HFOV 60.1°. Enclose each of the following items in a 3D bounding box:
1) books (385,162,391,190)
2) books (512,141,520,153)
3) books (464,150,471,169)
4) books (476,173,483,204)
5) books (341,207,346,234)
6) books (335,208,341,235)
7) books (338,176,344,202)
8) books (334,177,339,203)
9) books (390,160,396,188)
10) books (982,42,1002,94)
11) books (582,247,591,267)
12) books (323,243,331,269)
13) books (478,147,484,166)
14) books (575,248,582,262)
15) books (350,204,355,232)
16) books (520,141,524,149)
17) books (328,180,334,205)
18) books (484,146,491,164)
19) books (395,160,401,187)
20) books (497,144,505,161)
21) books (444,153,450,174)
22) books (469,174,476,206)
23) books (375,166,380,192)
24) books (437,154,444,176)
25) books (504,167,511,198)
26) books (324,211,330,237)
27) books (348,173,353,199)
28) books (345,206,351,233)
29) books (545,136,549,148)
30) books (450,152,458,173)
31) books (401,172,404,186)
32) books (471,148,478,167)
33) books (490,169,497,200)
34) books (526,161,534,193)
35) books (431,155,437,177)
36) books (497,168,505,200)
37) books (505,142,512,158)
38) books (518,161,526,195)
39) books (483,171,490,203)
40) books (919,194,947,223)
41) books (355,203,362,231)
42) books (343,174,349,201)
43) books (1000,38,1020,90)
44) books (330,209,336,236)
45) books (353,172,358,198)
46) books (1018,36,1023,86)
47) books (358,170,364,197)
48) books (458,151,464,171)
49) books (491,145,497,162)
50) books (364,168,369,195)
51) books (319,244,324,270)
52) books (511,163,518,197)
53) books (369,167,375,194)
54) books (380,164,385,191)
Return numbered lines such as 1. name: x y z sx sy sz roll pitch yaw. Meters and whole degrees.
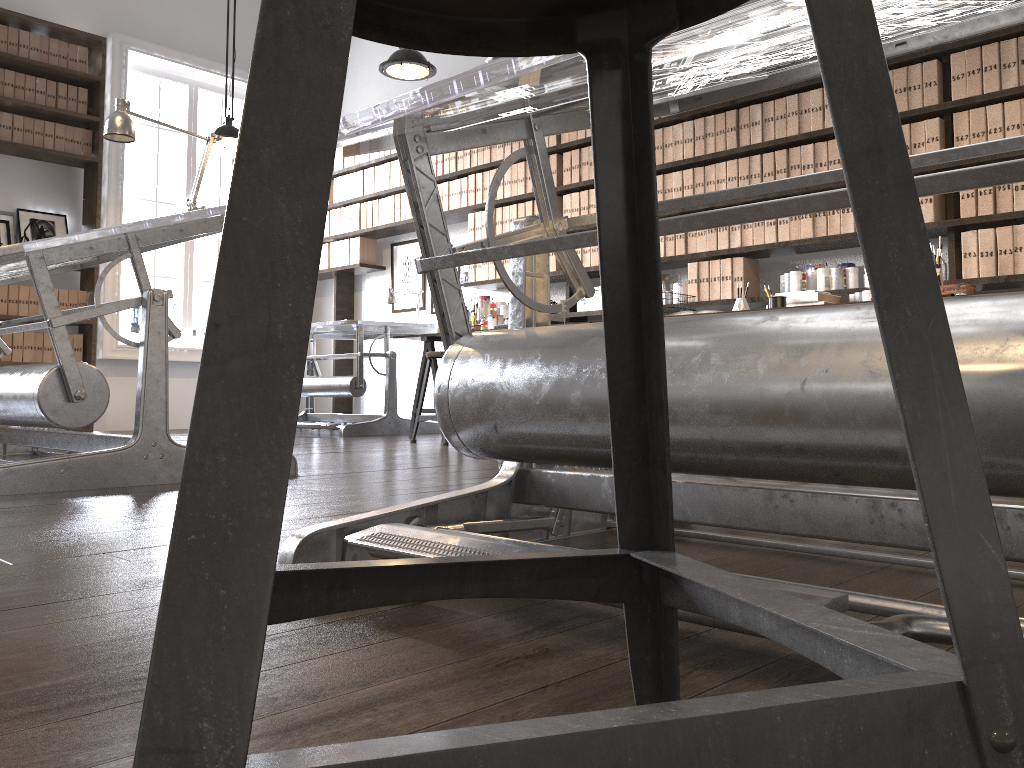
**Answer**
1. books: -0.923 -1.635 7.045 0.067 0.226 0.174 -3 -4 44
2. books: 0.084 -1.648 6.079 0.066 0.226 0.174 -3 -4 44
3. books: -0.264 -1.643 6.411 0.066 0.226 0.174 -3 -4 44
4. books: -0.172 -1.376 6.305 0.066 0.226 0.174 -3 -4 44
5. books: -1.351 -1.361 7.449 0.066 0.226 0.174 -3 -4 44
6. books: -1.404 -1.360 7.494 0.066 0.226 0.174 -3 -4 44
7. books: -1.377 -1.629 7.482 0.066 0.226 0.174 -3 -4 44
8. books: -1.426 -1.628 7.535 0.066 0.226 0.174 -3 -4 44
9. books: -0.872 -1.635 7.002 0.066 0.226 0.174 -3 -4 44
10. books: 2.197 -1.407 4.013 0.066 0.226 0.174 -3 -4 44
11. books: 0.525 -0.837 5.600 0.066 0.226 0.174 -3 -4 44
12. books: -1.526 -1.081 7.593 0.066 0.226 0.174 -3 -4 44
13. books: -0.159 -1.645 6.315 0.066 0.226 0.174 -3 -4 44
14. books: 0.472 -0.836 5.645 0.066 0.226 0.174 -3 -4 44
15. books: -1.249 -1.362 7.346 0.066 0.226 0.174 -3 -4 44
16. books: 0.136 -1.649 6.032 0.066 0.226 0.174 -3 -4 44
17. books: -1.521 -1.633 7.631 0.066 0.226 0.174 -3 -4 44
18. books: -0.115 -1.645 6.264 0.067 0.226 0.174 -3 -4 44
19. books: -0.828 -1.636 6.957 0.066 0.226 0.174 -3 -4 44
20. books: -0.019 -1.647 6.176 0.066 0.226 0.174 -3 -4 44
21. books: -0.419 -1.641 6.567 0.066 0.226 0.174 -3 -4 44
22. books: -0.226 -1.376 6.352 0.066 0.226 0.174 -3 -4 44
23. books: -1.019 -1.633 7.145 0.066 0.226 0.174 -3 -4 44
24. books: -0.475 -1.641 6.618 0.066 0.226 0.174 -3 -4 44
25. books: 0.031 -1.379 6.109 0.066 0.226 0.174 -3 -4 44
26. books: -1.522 -1.359 7.613 0.066 0.226 0.174 -3 -4 44
27. books: -1.276 -1.630 7.391 0.066 0.226 0.174 -3 -4 44
28. books: -1.302 -1.362 7.399 0.066 0.226 0.174 -3 -4 44
29. books: 0.276 -1.650 5.890 0.066 0.226 0.174 -3 -4 44
30. books: -0.369 -1.642 6.511 0.067 0.226 0.174 -3 -4 44
31. books: -0.777 -1.637 6.905 0.067 0.226 0.174 -3 -4 44
32. books: -0.210 -1.644 6.364 0.066 0.226 0.174 -3 -4 44
33. books: -0.070 -1.378 6.209 0.066 0.226 0.174 -3 -4 44
34. books: 0.175 -1.381 5.974 0.066 0.226 0.174 -3 -4 44
35. books: -0.524 -1.640 6.658 0.067 0.226 0.174 -3 -4 44
36. books: -0.022 -1.378 6.158 0.067 0.226 0.174 -3 -4 44
37. books: 0.031 -1.647 6.125 0.067 0.226 0.174 -3 -4 44
38. books: 0.122 -1.380 6.017 0.067 0.226 0.174 -3 -4 44
39. books: -0.119 -1.377 6.259 0.066 0.226 0.174 -3 -4 44
40. books: 1.988 -0.856 4.181 0.066 0.226 0.174 -3 -4 44
41. books: -1.206 -1.363 7.299 0.067 0.226 0.174 -3 -4 44
42. books: -1.325 -1.630 7.432 0.067 0.226 0.174 -3 -4 44
43. books: 2.251 -1.407 3.965 0.066 0.226 0.174 -3 -4 44
44. books: -1.458 -1.360 7.542 0.066 0.226 0.174 -3 -4 44
45. books: -1.227 -1.631 7.348 0.066 0.226 0.174 -3 -4 44
46. books: 2.304 -1.408 3.919 0.066 0.226 0.174 -3 -4 44
47. books: -1.178 -1.632 7.292 0.067 0.226 0.174 -3 -4 44
48. books: -0.312 -1.643 6.463 0.066 0.226 0.174 -3 -4 44
49. books: -0.064 -1.646 6.221 0.066 0.226 0.174 -3 -4 44
50. books: -1.120 -1.632 7.244 0.066 0.226 0.174 -3 -4 44
51. books: -1.580 -1.080 7.641 0.066 0.226 0.174 -3 -4 44
52. books: 0.078 -1.380 6.066 0.066 0.226 0.174 -3 -4 44
53. books: -1.072 -1.633 7.191 0.066 0.226 0.174 -3 -4 44
54. books: -0.968 -1.634 7.096 0.066 0.226 0.174 -3 -4 44
